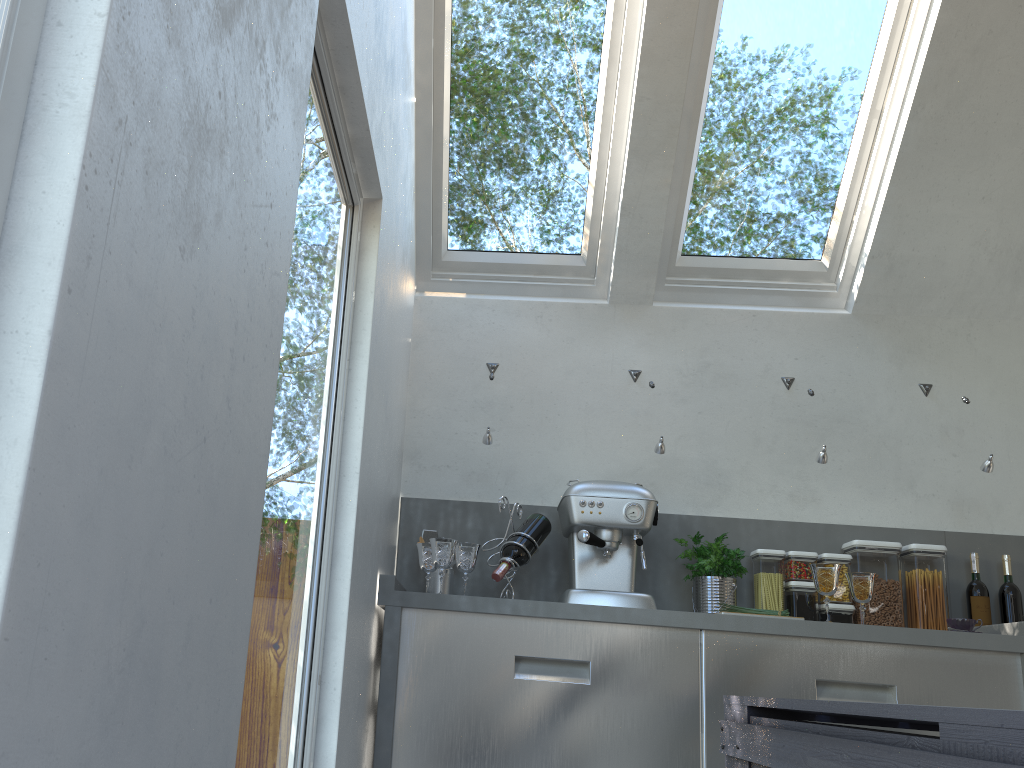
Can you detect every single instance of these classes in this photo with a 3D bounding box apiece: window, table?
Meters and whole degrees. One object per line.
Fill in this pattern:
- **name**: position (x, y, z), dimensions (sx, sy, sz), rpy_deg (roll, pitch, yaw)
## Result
- **window**: position (-0.415, -0.248, 0.212), dimensions (0.059, 2.080, 1.004), rpy_deg (3, -15, -1)
- **window**: position (1.045, -1.186, 3.219), dimensions (0.836, 1.357, 1.507), rpy_deg (3, -17, 0)
- **table**: position (1.158, 0.677, 0.548), dimensions (1.615, 0.778, 1.534), rpy_deg (4, -18, 2)
- **window**: position (-0.485, 0.303, 1.829), dimensions (0.059, 2.080, 1.004), rpy_deg (3, -15, -1)
- **window**: position (0.051, -1.226, 3.315), dimensions (0.836, 1.364, 1.514), rpy_deg (3, -17, 0)

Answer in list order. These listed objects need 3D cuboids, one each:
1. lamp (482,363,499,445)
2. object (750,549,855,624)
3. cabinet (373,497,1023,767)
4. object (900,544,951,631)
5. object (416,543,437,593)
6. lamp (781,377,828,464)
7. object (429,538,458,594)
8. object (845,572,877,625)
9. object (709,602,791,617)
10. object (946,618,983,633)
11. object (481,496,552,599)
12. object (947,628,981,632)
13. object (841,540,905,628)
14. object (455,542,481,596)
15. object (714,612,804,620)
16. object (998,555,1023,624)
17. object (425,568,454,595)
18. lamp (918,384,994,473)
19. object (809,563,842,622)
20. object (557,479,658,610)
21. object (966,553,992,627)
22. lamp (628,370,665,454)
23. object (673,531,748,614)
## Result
- **lamp**: position (-0.082, 0.064, 3.432), dimensions (0.060, 0.427, 0.339), rpy_deg (3, -16, -1)
- **object**: position (1.070, 0.772, 3.230), dimensions (0.344, 0.287, 0.107), rpy_deg (3, -15, 5)
- **cabinet**: position (0.968, 1.135, 2.945), dimensions (2.878, 1.445, 0.575), rpy_deg (3, -15, 5)
- **object**: position (1.518, 0.774, 3.214), dimensions (0.129, 0.346, 0.130), rpy_deg (3, -15, 1)
- **object**: position (-0.296, 0.665, 3.098), dimensions (0.094, 0.187, 0.105), rpy_deg (11, -17, -26)
- **lamp**: position (1.113, 0.124, 3.323), dimensions (0.060, 0.427, 0.339), rpy_deg (3, -16, -1)
- **object**: position (-0.237, 0.623, 2.964), dimensions (0.098, 0.187, 0.101), rpy_deg (4, -15, -4)
- **object**: position (1.188, 0.740, 2.965), dimensions (0.097, 0.187, 0.102), rpy_deg (6, -16, -10)
- **object**: position (0.782, 0.754, 2.910), dimensions (0.287, 0.052, 0.140), rpy_deg (-2, -19, 18)
- **object**: position (1.451, 0.785, 2.823), dimensions (0.120, 0.055, 0.115), rpy_deg (-1, -19, 16)
- **object**: position (-0.022, 0.603, 3.164), dimensions (0.247, 0.385, 0.321), rpy_deg (-5, -19, 29)
- **object**: position (1.442, 0.787, 2.780), dimensions (0.127, 0.012, 0.029), rpy_deg (12, -20, -21)
- **object**: position (1.336, 0.764, 3.228), dimensions (0.176, 0.346, 0.130), rpy_deg (3, -15, 2)
- **object**: position (-0.160, 0.650, 3.024), dimensions (0.103, 0.187, 0.096), rpy_deg (-4, -17, 24)
- **object**: position (0.801, 0.778, 2.904), dimensions (0.263, 0.012, 0.185), rpy_deg (4, -19, 1)
- **object**: position (1.819, 0.796, 3.191), dimensions (0.073, 0.337, 0.073), rpy_deg (2, -15, 5)
- **object**: position (-0.273, 0.762, 3.289), dimensions (0.114, 0.129, 0.102), rpy_deg (-11, -22, 41)
- **lamp**: position (1.674, 0.153, 3.276), dimensions (0.058, 0.425, 0.352), rpy_deg (6, -16, -11)
- **object**: position (1.023, 0.685, 2.845), dimensions (0.094, 0.187, 0.105), rpy_deg (15, -19, -38)
- **object**: position (0.351, 0.577, 3.149), dimensions (0.360, 0.489, 0.436), rpy_deg (3, -16, 1)
- **object**: position (1.705, 0.790, 3.201), dimensions (0.072, 0.337, 0.075), rpy_deg (4, -15, -5)
- **lamp**: position (0.532, 0.096, 3.380), dimensions (0.058, 0.425, 0.352), rpy_deg (6, -16, -11)
- **object**: position (0.728, 0.705, 3.195), dimensions (0.267, 0.334, 0.237), rpy_deg (-12, -22, 43)
